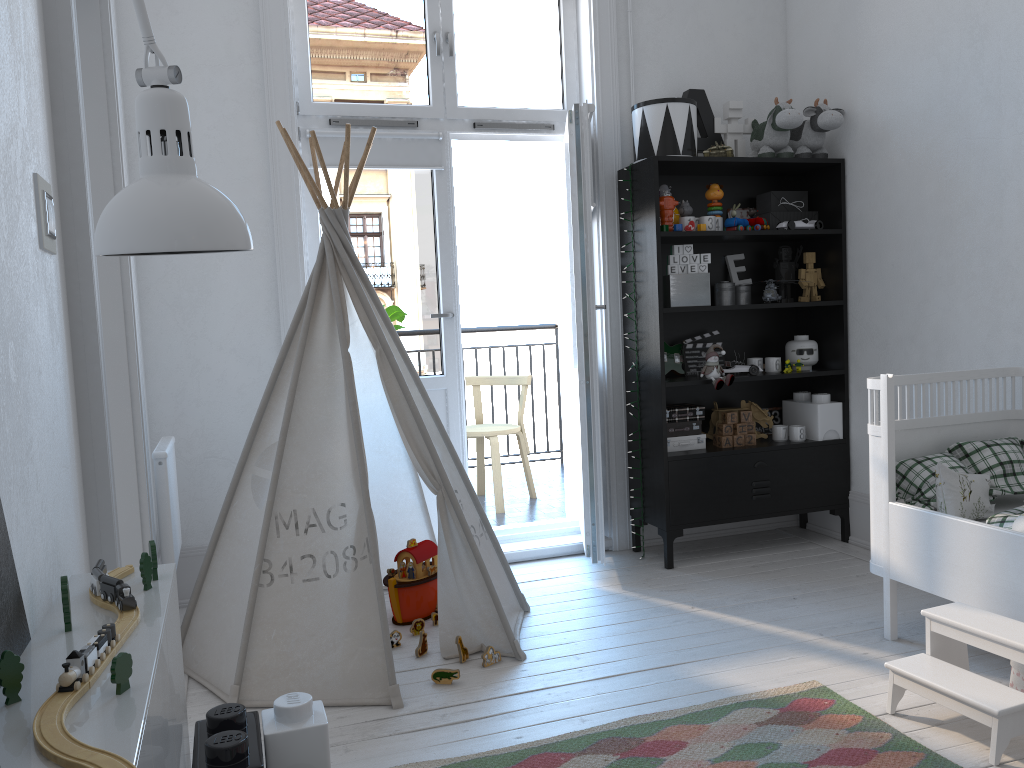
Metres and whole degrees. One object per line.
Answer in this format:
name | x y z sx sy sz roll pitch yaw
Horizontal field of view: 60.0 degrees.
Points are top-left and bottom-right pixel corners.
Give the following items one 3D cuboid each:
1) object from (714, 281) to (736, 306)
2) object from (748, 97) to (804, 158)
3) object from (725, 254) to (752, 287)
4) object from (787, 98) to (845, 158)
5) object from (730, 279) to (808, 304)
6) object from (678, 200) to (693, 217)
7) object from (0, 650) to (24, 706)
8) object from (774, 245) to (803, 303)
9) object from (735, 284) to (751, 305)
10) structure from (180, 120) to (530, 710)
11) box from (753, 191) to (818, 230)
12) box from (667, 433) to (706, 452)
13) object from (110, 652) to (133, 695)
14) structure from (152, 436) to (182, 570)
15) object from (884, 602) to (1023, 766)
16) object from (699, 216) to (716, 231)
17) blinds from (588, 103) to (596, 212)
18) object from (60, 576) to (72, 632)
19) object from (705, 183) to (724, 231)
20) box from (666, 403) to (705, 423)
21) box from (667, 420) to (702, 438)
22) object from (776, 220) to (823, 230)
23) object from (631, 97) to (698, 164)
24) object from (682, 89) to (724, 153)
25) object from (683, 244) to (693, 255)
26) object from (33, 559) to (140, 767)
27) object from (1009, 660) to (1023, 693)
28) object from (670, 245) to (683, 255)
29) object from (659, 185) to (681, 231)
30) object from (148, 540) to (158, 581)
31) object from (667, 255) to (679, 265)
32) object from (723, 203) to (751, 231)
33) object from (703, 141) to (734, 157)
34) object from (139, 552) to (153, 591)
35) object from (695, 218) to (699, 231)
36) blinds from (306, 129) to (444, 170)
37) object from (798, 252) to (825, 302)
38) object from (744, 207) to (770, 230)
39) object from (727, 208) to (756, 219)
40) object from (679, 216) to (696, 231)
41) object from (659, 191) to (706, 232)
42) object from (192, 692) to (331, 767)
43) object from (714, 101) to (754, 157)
object | 0.950 -0.403 3.958 0.095 0.111 0.095 -4 4 -13
object | 1.117 -1.075 3.807 0.154 0.253 0.370 -3 4 -10
object | 1.027 -0.516 4.021 0.107 0.151 0.055 -4 5 -18
object | 1.260 -1.086 3.857 0.211 0.253 0.386 -6 5 -34
object | 1.130 -0.405 3.894 0.367 0.106 0.349 -4 4 -16
object | 0.754 -0.718 3.851 0.063 0.160 0.063 -6 6 -39
object | -0.586 0.342 1.037 0.007 0.063 0.029 0 5 35
object | 1.238 -0.493 3.977 0.117 0.259 0.081 -4 5 -18
object | 1.070 -0.397 3.909 0.078 0.091 0.246 -4 4 -23
structure | -0.555 -0.001 2.943 1.142 1.750 1.143 -7 6 -42
box | 1.228 -0.764 3.971 0.251 0.189 0.179 -4 4 -18
box | 0.703 0.248 3.835 0.215 0.062 0.179 -4 4 -18
object | -0.465 0.344 1.057 0.006 0.046 0.037 -2 4 9
structure | -1.197 0.426 3.093 0.075 0.460 0.635 -4 4 -21
object | 1.150 0.719 2.181 0.288 0.246 0.332 -4 4 -23
object | 0.817 -0.665 3.705 0.067 0.067 0.067 -4 4 -17
blinds | 0.319 -0.895 3.675 0.032 0.391 0.565 -3 4 2
object | -0.649 0.319 1.292 0.009 0.081 0.037 -5 5 -24
object | 0.858 -0.743 3.754 0.077 0.213 0.077 -1 5 16
box | 0.697 0.126 3.827 0.215 0.062 0.179 -4 4 -18
box | 0.682 0.189 3.824 0.215 0.062 0.179 -4 4 -18
object | 1.240 -0.684 3.833 0.230 0.048 0.098 -5 5 -28
object | 0.652 -1.059 3.784 0.272 0.259 0.394 -2 4 11
object | 0.809 -1.118 3.910 0.343 0.344 0.057 -4 5 -18
object | 0.724 -0.556 3.675 0.040 0.040 0.040 -3 4 -8
object | -0.557 0.339 1.187 0.111 0.047 0.902 -4 4 -23
object | 1.430 0.747 2.305 0.215 0.148 0.240 -3 4 -11
object | 0.683 -0.554 3.673 0.040 0.040 0.040 -4 4 -13
object | 0.643 -0.722 3.661 0.105 0.203 0.072 -3 4 -10
object | -0.626 0.307 1.549 0.009 0.067 0.054 -5 5 -27
object | 0.667 -0.513 3.675 0.040 0.040 0.040 -3 4 -8
object | 0.964 -0.706 3.791 0.121 0.126 0.087 -6 6 -41
object | 0.873 -0.987 3.746 0.121 0.100 0.338 -1 4 17
object | -0.611 0.312 1.483 0.007 0.063 0.029 -2 4 9
object | 0.767 -0.665 3.750 0.067 0.067 0.067 -7 6 -44
blinds | -0.562 -0.971 3.680 0.565 0.158 0.032 -4 5 -18
object | 1.330 -0.475 3.943 0.114 0.221 0.052 -4 5 -18
object | 1.055 -0.716 3.864 0.122 0.112 0.087 1 6 43
object | 1.147 -0.739 4.057 0.347 0.132 0.037 -4 5 -18
object | 0.730 -0.660 3.692 0.067 0.067 0.067 -4 4 -17
object | 0.654 -0.724 3.738 0.197 0.197 0.318 -4 4 -21
object | -0.457 0.782 1.654 0.246 0.332 0.246 -4 4 -18
object | 0.984 -1.100 3.936 0.190 0.291 0.065 -4 5 -13
